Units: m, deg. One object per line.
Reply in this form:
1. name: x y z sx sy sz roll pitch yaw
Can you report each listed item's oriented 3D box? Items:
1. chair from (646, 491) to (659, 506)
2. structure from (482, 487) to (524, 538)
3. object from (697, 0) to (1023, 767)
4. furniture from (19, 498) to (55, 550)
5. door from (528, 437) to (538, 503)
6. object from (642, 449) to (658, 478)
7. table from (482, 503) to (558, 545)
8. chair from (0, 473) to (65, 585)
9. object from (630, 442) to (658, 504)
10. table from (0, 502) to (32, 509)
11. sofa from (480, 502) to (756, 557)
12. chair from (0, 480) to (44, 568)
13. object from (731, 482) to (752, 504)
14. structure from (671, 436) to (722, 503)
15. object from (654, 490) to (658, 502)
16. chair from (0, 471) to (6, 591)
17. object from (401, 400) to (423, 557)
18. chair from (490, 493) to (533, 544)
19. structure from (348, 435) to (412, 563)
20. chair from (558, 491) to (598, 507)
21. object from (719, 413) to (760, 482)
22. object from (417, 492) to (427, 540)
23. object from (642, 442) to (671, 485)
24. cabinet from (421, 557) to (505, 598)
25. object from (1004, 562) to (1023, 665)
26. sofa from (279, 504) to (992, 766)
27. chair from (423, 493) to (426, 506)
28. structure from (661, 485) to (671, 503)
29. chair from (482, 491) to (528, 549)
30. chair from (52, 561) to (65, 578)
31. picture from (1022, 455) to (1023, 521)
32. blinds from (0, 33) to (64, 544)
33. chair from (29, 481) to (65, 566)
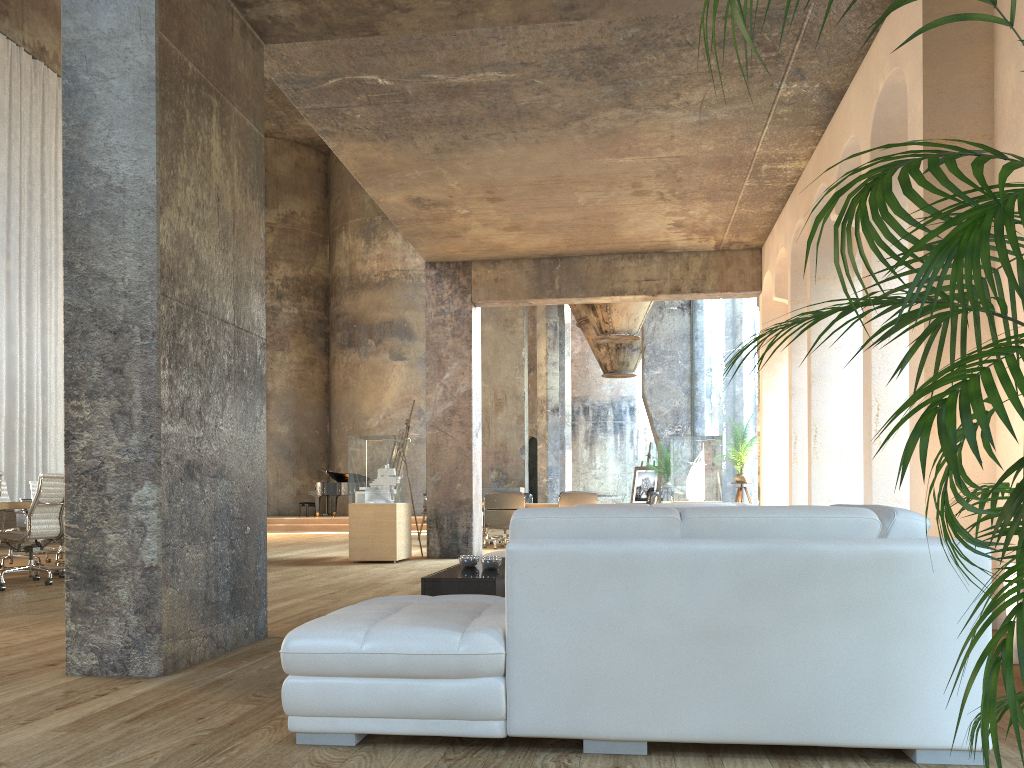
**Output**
1. chair: 1.959 2.184 14.248 0.821 0.890 0.733 0 -3 2
2. structure: -0.161 2.568 17.496 0.743 1.011 0.738 -1 -3 7
3. object: 1.054 0.031 1.577 1.402 1.807 1.362 -1 -3 13
4. furniture: -7.459 2.361 14.978 0.708 0.837 1.884 -1 -6 7
5. door: 0.666 2.833 25.562 0.111 2.624 0.904 0 -1 -40
6. object: 3.237 1.864 19.308 0.689 0.937 0.862 -2 -4 28
7. table: 0.483 2.313 14.443 2.410 0.698 1.111 -1 -5 7
8. chair: -4.503 1.344 8.160 0.699 1.022 0.668 -1 -2 13
9. object: 3.143 2.407 20.458 0.702 2.141 0.685 -1 -1 36
10. table: -5.059 1.670 9.604 1.601 0.755 7.764 -1 -8 7
11. sofa: 0.914 1.334 7.215 2.064 0.718 2.947 -1 -7 7
12. chair: -5.673 1.597 10.008 0.699 1.022 0.668 -1 -2 16
13. object: 3.008 1.806 11.759 0.659 0.969 0.573 1 -2 -28
14. structure: 2.374 1.469 11.363 0.594 1.543 0.745 0 -1 7
15. object: 3.295 2.807 19.277 0.658 0.969 0.573 0 -2 2
16. chair: -4.620 1.223 7.249 0.699 1.022 0.668 -1 -2 11
17. object: -1.543 1.286 11.846 0.685 2.141 0.703 0 -1 6
18. chair: -0.018 2.333 15.277 0.730 0.889 0.825 -1 -4 14
19. structure: -1.635 1.439 10.959 0.594 1.543 0.745 0 -1 7
20. chair: 0.898 2.116 13.693 0.730 0.889 0.825 1 -4 -19
21. object: 3.064 0.857 11.756 0.688 0.936 0.864 0 -3 -2
22. object: -1.347 1.965 16.944 0.702 2.141 0.685 -1 -1 39
23. object: 2.899 1.541 16.870 0.859 0.937 0.691 -1 -3 10
24. cabinet: -0.171 1.226 5.027 0.396 0.367 1.572 -1 -7 7
25. object: 2.255 1.023 3.924 0.101 0.451 0.101 -1 0 32
26. sofa: 0.373 0.782 3.045 2.067 0.719 1.078 -1 -5 7
27. chair: -1.058 2.256 14.656 0.821 0.890 0.733 -1 -3 4
28. structure: 3.059 2.316 15.754 0.735 1.011 0.747 -1 -3 7
29. chair: -0.108 2.135 13.794 0.729 0.889 0.826 0 -3 1
30. chair: -4.390 1.462 9.052 0.699 1.022 0.668 -1 -2 16
31. picture: 2.493 -0.209 3.668 0.069 1.765 1.510 0 -3 7
32. blinds: -8.132 -1.167 18.226 0.275 8.614 7.868 0 -3 8
33. chair: -5.560 1.716 10.901 0.699 1.022 0.668 -1 -2 13
